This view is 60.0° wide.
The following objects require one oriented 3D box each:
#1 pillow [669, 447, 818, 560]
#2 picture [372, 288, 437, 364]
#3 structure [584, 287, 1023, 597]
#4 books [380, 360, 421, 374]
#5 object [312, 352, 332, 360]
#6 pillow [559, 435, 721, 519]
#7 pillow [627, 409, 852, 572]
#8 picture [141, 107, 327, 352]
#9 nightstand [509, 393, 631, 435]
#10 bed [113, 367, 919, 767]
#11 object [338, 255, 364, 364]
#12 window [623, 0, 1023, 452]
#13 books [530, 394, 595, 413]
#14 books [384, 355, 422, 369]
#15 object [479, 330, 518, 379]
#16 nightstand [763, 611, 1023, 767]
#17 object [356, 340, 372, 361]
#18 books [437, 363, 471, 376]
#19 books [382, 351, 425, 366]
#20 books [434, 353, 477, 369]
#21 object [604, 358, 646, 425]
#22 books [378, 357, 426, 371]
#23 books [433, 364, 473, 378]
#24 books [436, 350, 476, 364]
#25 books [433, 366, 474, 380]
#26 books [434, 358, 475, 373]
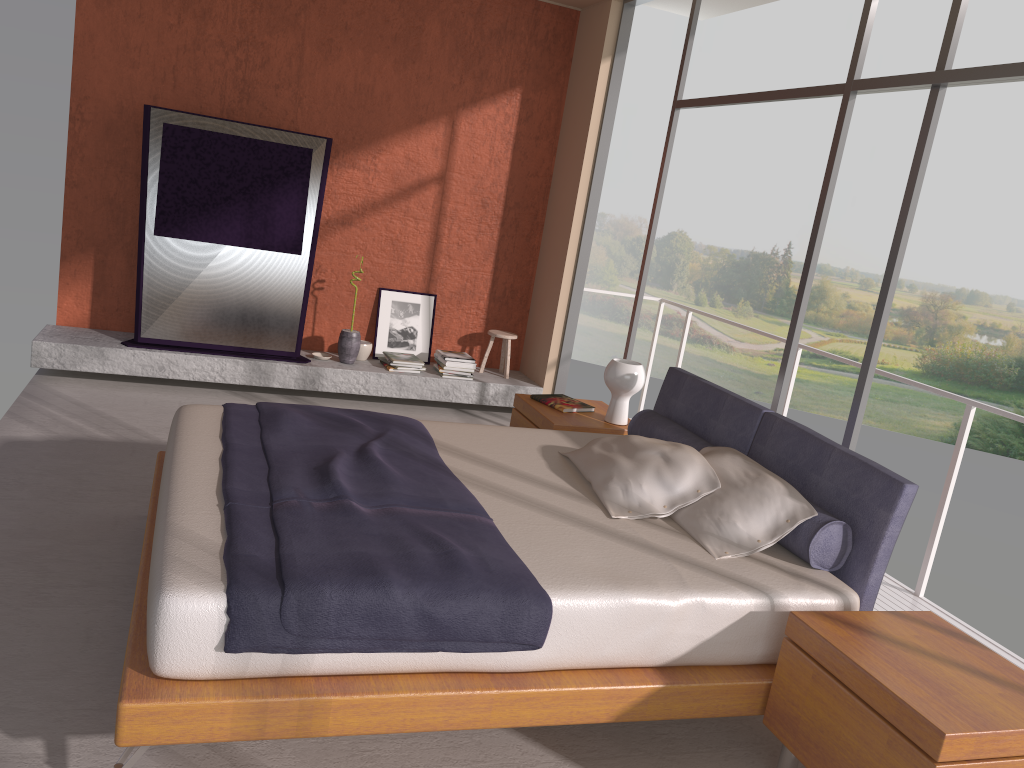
[{"bbox_3d":[0.794,0.433,3.437,0.400,0.265,0.791,6,12,-17],"label":"pillow"},{"bbox_3d":[-0.840,-0.452,6.961,0.458,0.550,0.117,5,12,-20],"label":"picture"},{"bbox_3d":[2.002,0.706,3.531,0.728,1.005,7.689,5,12,-20],"label":"structure"},{"bbox_3d":[-0.849,-0.131,6.731,0.247,0.025,0.287,5,13,-23],"label":"books"},{"bbox_3d":[-1.415,-0.197,6.594,0.152,0.040,0.152,13,12,14],"label":"object"},{"bbox_3d":[0.507,0.339,3.703,0.431,0.264,0.869,7,12,-13],"label":"pillow"},{"bbox_3d":[0.894,0.393,3.759,0.205,0.201,1.470,5,12,-20],"label":"pillow"},{"bbox_3d":[-1.918,-1.009,6.046,1.129,1.496,0.126,5,12,-20],"label":"picture"},{"bbox_3d":[0.333,0.422,5.008,0.562,0.556,0.628,5,12,-20],"label":"nightstand"},{"bbox_3d":[-0.104,0.471,3.450,2.462,0.959,2.017,5,12,-20],"label":"bed"},{"bbox_3d":[-1.165,-0.548,6.526,0.165,0.810,0.165,10,12,3],"label":"object"},{"bbox_3d":[1.849,-0.232,3.018,0.075,3.133,6.106,5,12,-20],"label":"window"},{"bbox_3d":[0.287,0.108,5.031,0.247,0.025,0.287,0,15,-39],"label":"books"},{"bbox_3d":[-0.824,-0.172,6.722,0.247,0.025,0.287,6,12,-18],"label":"books"},{"bbox_3d":[-0.087,-0.237,7.087,0.260,0.349,0.257,19,15,38],"label":"object"},{"bbox_3d":[1.168,1.065,2.587,0.562,0.556,0.628,5,12,-20],"label":"nightstand"},{"bbox_3d":[-1.166,-0.254,6.790,0.179,0.137,0.180,8,12,-8],"label":"object"},{"bbox_3d":[-0.446,-0.118,6.823,0.247,0.025,0.287,8,12,-10],"label":"books"},{"bbox_3d":[-0.823,-0.193,6.722,0.247,0.018,0.328,5,13,-23],"label":"books"},{"bbox_3d":[-0.439,-0.180,6.829,0.247,0.038,0.319,5,13,-23],"label":"books"},{"bbox_3d":[0.594,0.044,4.799,0.224,0.338,0.224,8,12,-9],"label":"object"},{"bbox_3d":[-0.835,-0.154,6.739,0.247,0.018,0.328,1,14,-35],"label":"books"},{"bbox_3d":[-0.454,-0.103,6.851,0.247,0.018,0.287,5,12,-20],"label":"books"},{"bbox_3d":[-0.435,-0.212,6.829,0.247,0.025,0.287,5,12,-20],"label":"books"},{"bbox_3d":[-0.455,-0.084,6.849,0.247,0.018,0.328,6,12,-19],"label":"books"},{"bbox_3d":[-0.444,-0.149,6.836,0.247,0.027,0.328,6,12,-19],"label":"books"}]
